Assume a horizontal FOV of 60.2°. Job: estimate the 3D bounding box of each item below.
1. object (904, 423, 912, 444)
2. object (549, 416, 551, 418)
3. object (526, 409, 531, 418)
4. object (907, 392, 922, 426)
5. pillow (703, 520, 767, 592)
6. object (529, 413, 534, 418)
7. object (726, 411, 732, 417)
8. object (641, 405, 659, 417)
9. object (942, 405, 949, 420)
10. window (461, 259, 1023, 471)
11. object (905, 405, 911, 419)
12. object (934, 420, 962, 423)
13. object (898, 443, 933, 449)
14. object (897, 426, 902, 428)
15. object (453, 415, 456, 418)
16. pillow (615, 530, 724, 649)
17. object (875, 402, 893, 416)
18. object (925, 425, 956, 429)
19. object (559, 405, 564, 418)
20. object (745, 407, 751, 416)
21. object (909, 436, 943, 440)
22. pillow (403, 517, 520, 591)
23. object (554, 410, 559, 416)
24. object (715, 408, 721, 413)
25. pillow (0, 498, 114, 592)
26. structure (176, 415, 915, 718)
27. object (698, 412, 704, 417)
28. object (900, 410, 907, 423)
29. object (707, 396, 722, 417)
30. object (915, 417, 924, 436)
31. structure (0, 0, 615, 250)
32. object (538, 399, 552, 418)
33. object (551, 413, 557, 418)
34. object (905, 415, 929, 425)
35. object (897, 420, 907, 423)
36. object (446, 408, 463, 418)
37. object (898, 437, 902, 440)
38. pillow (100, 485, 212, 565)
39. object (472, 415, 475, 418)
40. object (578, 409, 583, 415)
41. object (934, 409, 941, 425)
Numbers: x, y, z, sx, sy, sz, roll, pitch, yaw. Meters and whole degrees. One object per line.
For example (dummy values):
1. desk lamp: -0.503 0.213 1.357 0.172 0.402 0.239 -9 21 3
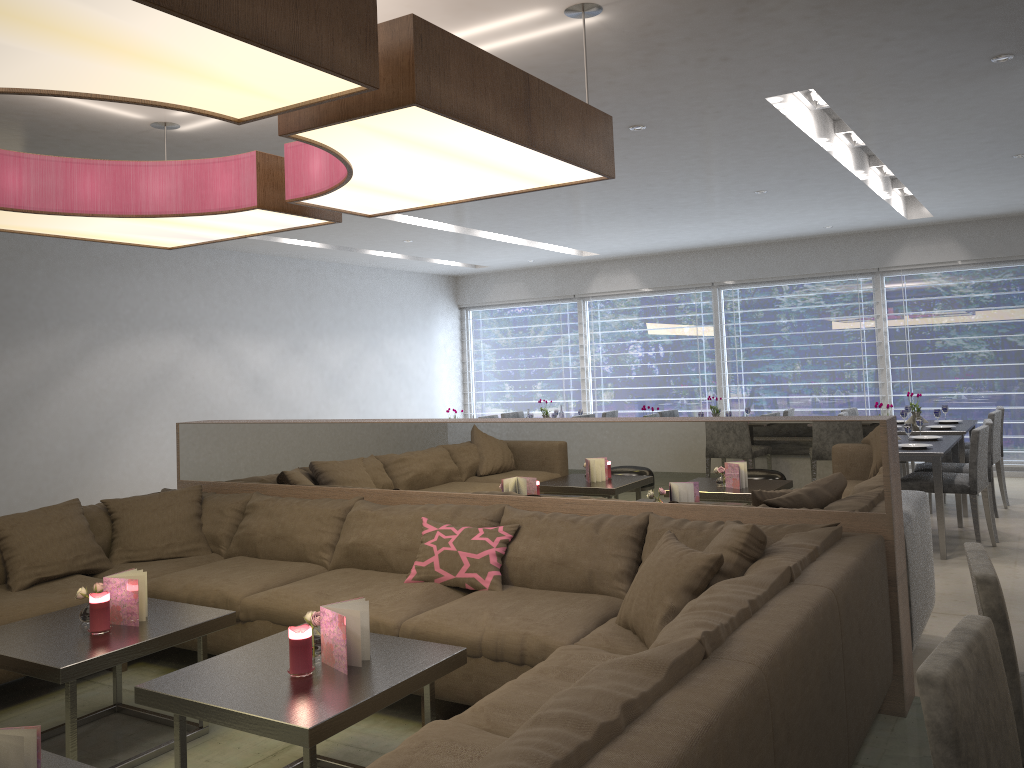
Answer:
1. object: 2.579 0.327 5.753 0.053 0.140 0.053 -2 -3 -10
2. object: 0.373 0.376 9.122 0.203 0.100 0.070 -2 -2 1
3. object: 0.162 0.344 8.648 0.052 0.202 0.051 -2 -3 -4
4. object: 3.307 0.200 7.253 0.104 0.277 0.154 -4 -3 29
5. pillow: 0.668 0.618 2.848 0.291 0.395 0.525 -2 -1 1
6. object: 0.194 0.367 8.930 0.053 0.140 0.053 -2 -3 -10
7. object: 1.943 0.314 7.916 0.053 0.140 0.053 -2 -3 -16
8. object: 1.072 0.300 6.842 0.104 0.277 0.154 -4 -3 29
9. object: 3.688 0.249 7.524 0.053 0.140 0.053 -2 -3 -16
10. window: 2.410 -0.129 10.158 7.086 2.081 0.158 -2 -3 31
11. object: 3.440 0.256 7.676 0.053 0.140 0.053 -2 -3 -16
12. object: 3.641 0.315 7.374 0.216 0.015 0.217 -2 1 32
13. object: 2.540 0.393 5.583 0.217 0.015 0.216 -3 1 -12
14. object: 3.006 0.347 7.077 0.216 0.015 0.217 -2 1 32
15. object: -0.514 0.384 7.976 0.052 0.202 0.051 -1 -3 -16
16. pillow: 0.481 0.657 2.752 0.235 0.324 0.379 -2 -1 -14
17. object: 2.512 0.257 5.960 0.104 0.277 0.154 -4 -3 29
18. object: 3.334 0.337 6.876 0.216 0.015 0.217 -2 1 32
19. object: 0.510 0.321 9.115 0.052 0.202 0.051 -2 -3 -4
20. object: 2.245 0.292 8.408 0.053 0.140 0.053 -2 -3 -16
21. object: 2.846 0.372 6.082 0.217 0.015 0.216 -3 1 -12
22. pillow: -0.201 0.679 3.519 0.462 0.253 0.180 -2 -2 27
23. object: 0.477 0.345 9.490 0.053 0.140 0.053 -2 -3 -10
24. object: 1.997 0.300 8.560 0.053 0.140 0.053 -2 -3 -10
25. pillow: -2.080 0.717 3.963 0.311 0.340 0.494 -3 -1 26
26. structure: -0.228 0.673 4.110 3.765 1.012 0.223 -2 -3 31
27. object: 1.714 0.322 8.000 0.053 0.140 0.053 -2 -3 -10
28. object: 3.157 0.278 7.117 0.053 0.140 0.053 -2 -3 -16
29. object: 1.867 0.244 8.135 0.104 0.277 0.154 -4 -3 29
30. object: 2.882 0.305 6.244 0.053 0.140 0.053 -2 -3 -10
31. structure: -1.318 -0.961 2.751 2.437 0.621 2.446 -2 1 32
32. object: 0.339 0.290 9.070 0.104 0.277 0.154 -4 -3 29
33. object: 0.423 0.359 8.846 0.053 0.140 0.053 -2 -3 -10
34. object: 3.341 0.287 7.305 0.203 0.100 0.070 -2 -2 1
35. object: 3.313 0.325 7.575 0.216 0.015 0.217 -2 1 32
36. object: -0.509 0.348 7.810 0.104 0.277 0.154 -4 -3 29
37. object: 2.546 0.343 6.012 0.203 0.100 0.070 -2 -2 1
38. pillow: -1.733 0.698 4.320 0.503 0.358 0.296 -2 -2 -26
39. object: -0.340 0.380 7.831 0.052 0.202 0.051 -1 -3 -16
40. object: 0.726 0.338 9.338 0.053 0.140 0.053 -2 -3 -10
41. object: 3.386 0.270 7.033 0.053 0.140 0.053 -2 -3 -16
